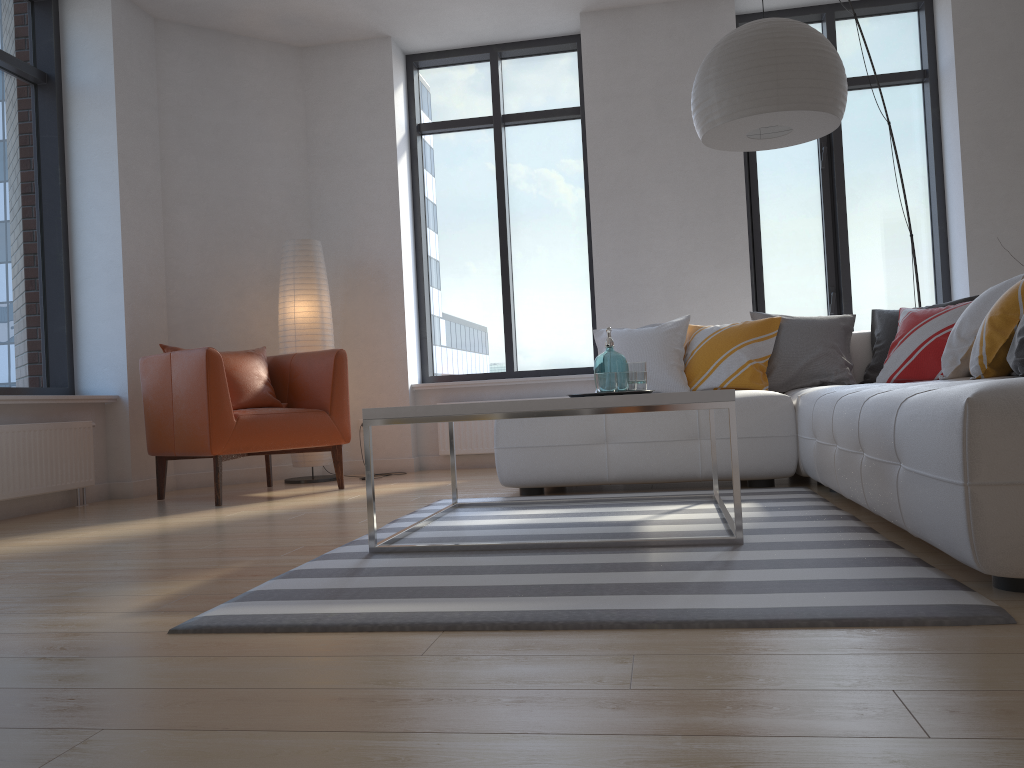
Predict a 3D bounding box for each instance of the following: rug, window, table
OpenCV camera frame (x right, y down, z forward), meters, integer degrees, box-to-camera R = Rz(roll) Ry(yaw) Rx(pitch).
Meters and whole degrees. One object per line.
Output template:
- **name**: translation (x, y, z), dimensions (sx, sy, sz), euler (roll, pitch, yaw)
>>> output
- **rug**: translation (0.282, 0.479, 2.849), dimensions (1.662, 0.016, 2.326), euler (-3, -1, 9)
- **window**: translation (-0.058, -1.227, 6.391), dimensions (1.310, 2.402, 0.170), euler (-3, -1, 10)
- **window**: translation (2.208, -1.353, 6.009), dimensions (1.310, 2.402, 0.170), euler (-3, -1, 10)
- **table**: translation (0.189, 0.267, 3.104), dimensions (1.091, 0.435, 1.091), euler (-3, -1, 10)
- **window**: translation (-2.871, -1.123, 4.280), dimensions (0.170, 2.402, 1.960), euler (-3, -1, 10)

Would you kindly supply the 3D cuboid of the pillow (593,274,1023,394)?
- **pillow**: translation (1.256, -0.175, 4.225), dimensions (2.156, 0.456, 0.580), euler (-4, -1, 35)

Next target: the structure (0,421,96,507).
- **structure**: translation (-2.459, 0.427, 4.224), dimensions (0.110, 0.460, 1.474), euler (-3, -1, 10)

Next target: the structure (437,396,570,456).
- **structure**: translation (-0.001, 0.335, 6.029), dimensions (1.015, 0.460, 0.110), euler (-3, -1, 10)

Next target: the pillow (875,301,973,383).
- **pillow**: translation (1.918, -0.198, 3.378), dimensions (0.575, 0.449, 2.250), euler (-3, -1, 7)

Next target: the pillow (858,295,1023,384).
- **pillow**: translation (1.963, -0.220, 3.702), dimensions (0.608, 0.436, 2.120), euler (-3, -1, 5)

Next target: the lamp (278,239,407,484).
- **lamp**: translation (-1.099, -0.157, 5.799), dimensions (0.804, 1.550, 0.502), euler (-2, -1, -30)

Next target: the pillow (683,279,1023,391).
- **pillow**: translation (1.470, -0.173, 3.988), dimensions (0.630, 0.440, 2.095), euler (-2, -1, -33)

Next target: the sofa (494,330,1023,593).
- **sofa**: translation (1.109, 0.088, 3.419), dimensions (2.614, 0.732, 3.424), euler (-3, -1, 9)

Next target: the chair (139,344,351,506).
- **chair**: translation (-1.505, 0.191, 4.959), dimensions (0.843, 0.858, 0.896), euler (-4, -2, 42)

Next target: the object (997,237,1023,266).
- **object**: translation (2.745, -0.487, 4.248), dimensions (0.406, 0.744, 0.607), euler (-2, -2, -40)

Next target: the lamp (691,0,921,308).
- **lamp**: translation (1.925, -0.891, 4.488), dimensions (3.199, 2.647, 0.710), euler (-2, -2, -44)

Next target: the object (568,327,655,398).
- **object**: translation (0.361, -0.088, 3.316), dimensions (0.330, 0.265, 0.330), euler (-4, -1, 34)

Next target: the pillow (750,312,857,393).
- **pillow**: translation (1.573, -0.212, 3.338), dimensions (0.647, 0.453, 2.953), euler (-3, -1, -3)
